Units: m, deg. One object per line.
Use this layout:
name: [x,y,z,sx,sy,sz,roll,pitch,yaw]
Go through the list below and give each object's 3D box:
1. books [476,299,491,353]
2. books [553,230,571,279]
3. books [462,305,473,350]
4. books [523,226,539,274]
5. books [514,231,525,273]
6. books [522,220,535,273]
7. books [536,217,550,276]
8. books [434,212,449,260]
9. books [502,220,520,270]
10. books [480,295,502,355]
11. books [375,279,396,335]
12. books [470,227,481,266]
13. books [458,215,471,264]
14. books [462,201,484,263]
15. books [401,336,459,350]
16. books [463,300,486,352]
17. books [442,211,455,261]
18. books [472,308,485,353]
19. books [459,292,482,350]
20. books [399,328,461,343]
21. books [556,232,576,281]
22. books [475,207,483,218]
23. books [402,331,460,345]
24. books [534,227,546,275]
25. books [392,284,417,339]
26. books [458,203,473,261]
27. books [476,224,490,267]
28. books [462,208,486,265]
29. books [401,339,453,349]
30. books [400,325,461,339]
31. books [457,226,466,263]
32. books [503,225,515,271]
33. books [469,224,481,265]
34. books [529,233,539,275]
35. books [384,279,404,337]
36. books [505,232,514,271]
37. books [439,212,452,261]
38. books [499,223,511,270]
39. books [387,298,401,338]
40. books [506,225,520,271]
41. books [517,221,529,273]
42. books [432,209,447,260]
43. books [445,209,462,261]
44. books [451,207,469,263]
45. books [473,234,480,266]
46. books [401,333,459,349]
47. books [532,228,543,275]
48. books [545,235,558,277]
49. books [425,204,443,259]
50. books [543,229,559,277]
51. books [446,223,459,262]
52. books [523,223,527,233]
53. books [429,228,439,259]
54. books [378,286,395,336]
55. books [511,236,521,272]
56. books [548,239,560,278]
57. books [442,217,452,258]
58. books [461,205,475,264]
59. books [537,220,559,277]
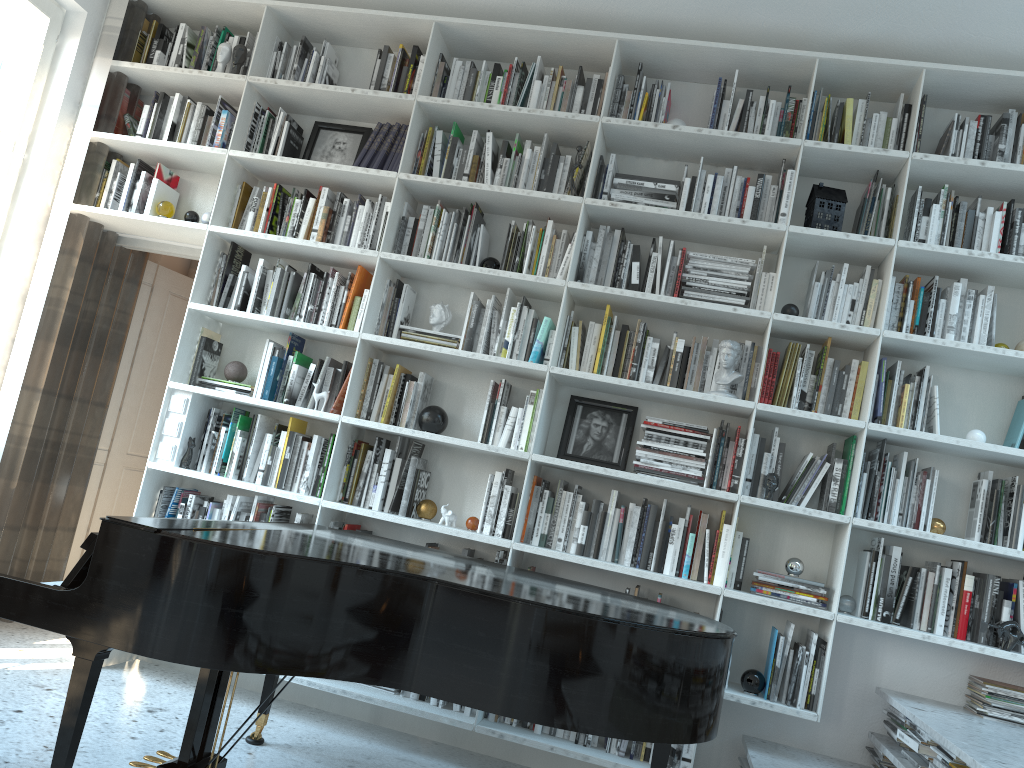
books: [-0.111,-0.229,3.951,0.022,0.267,0.151,11,-7,12]
books: [0.219,-0.536,3.932,0.022,0.257,0.155,11,-7,12]
books: [-0.181,-0.223,3.968,0.010,0.231,0.155,11,-7,12]
books: [0.090,-0.556,3.941,0.013,0.243,0.189,11,-7,12]
books: [0.042,-0.551,3.951,0.006,0.216,0.181,11,-7,12]
books: [0.078,-0.576,3.982,0.033,0.287,0.155,11,-7,12]
books: [0.145,-0.574,3.954,0.006,0.303,0.166,11,-7,12]
books: [-0.303,-0.631,4.029,0.012,0.251,0.184,11,-7,12]
books: [-0.009,-0.585,4.005,0.012,0.275,0.129,11,-7,12]
books: [-0.094,-0.237,3.937,0.012,0.285,0.167,11,-7,12]
books: [-0.571,-0.321,4.060,0.012,0.284,0.160,11,-7,12]
books: [-0.156,-0.582,4.027,0.012,0.217,0.151,11,-7,12]
books: [-0.202,-0.615,4.025,0.010,0.261,0.158,11,-7,12]
books: [-0.181,-0.645,4.036,0.005,0.330,0.162,11,-7,12]
books: [-0.360,-0.171,3.987,0.254,0.012,0.161,11,-8,8]
books: [-0.163,-0.231,3.947,0.030,0.247,0.174,11,-7,12]
books: [-0.270,-0.628,4.030,0.009,0.260,0.180,11,-7,12]
books: [-0.134,-0.211,3.968,0.024,0.226,0.138,11,-7,12]
books: [-0.188,-0.253,3.961,0.012,0.284,0.160,11,-7,12]
books: [-0.352,-0.206,3.995,0.285,0.012,0.160,10,-8,14]
books: [0.255,-0.522,3.900,0.064,0.236,0.209,11,-7,12]
books: [-0.179,-0.632,4.033,0.005,0.305,0.162,11,-7,12]
books: [-0.355,-0.195,3.992,0.254,0.012,0.161,11,-8,9]
books: [0.133,-0.551,3.950,0.006,0.252,0.180,11,-7,12]
books: [-0.491,-0.304,4.037,0.021,0.277,0.137,11,-7,12]
books: [-0.201,-0.644,4.037,0.004,0.320,0.153,11,-7,12]
books: [-0.133,-0.586,4.014,0.031,0.232,0.148,11,-7,12]
books: [-0.173,-0.624,4.009,0.011,0.286,0.189,11,-7,12]
books: [-0.361,-0.158,3.994,0.254,0.012,0.161,10,-8,12]
books: [-0.350,-0.218,3.992,0.285,0.012,0.160,11,-8,8]
books: [-0.217,-0.593,4.045,0.012,0.217,0.133,11,-7,12]
books: [-0.005,-0.570,3.973,0.005,0.240,0.174,11,-7,12]
books: [-0.163,-0.592,4.037,0.009,0.236,0.135,11,-7,12]
books: [0.107,-0.544,3.973,0.011,0.235,0.131,11,-7,12]
books: [-0.534,-0.319,4.065,0.011,0.297,0.136,11,-7,12]
books: [0.004,-0.554,3.987,0.013,0.216,0.150,11,-7,12]
books: [-0.287,-0.630,4.050,0.010,0.261,0.169,11,-7,12]
books: [-0.021,-0.577,3.998,0.005,0.253,0.161,11,-7,12]
books: [-0.523,-0.274,4.044,0.034,0.209,0.136,11,-7,12]
books: [0.010,-0.567,3.961,0.005,0.236,0.179,11,-7,12]
books: [0.057,-0.575,3.974,0.005,0.275,0.157,11,-7,12]
books: [-0.312,-0.638,4.030,0.009,0.263,0.190,11,-7,12]
books: [-0.258,-0.634,4.035,0.011,0.279,0.169,11,-7,12]
books: [-0.225,-0.635,4.027,0.011,0.291,0.177,11,-7,12]
books: [-0.150,-0.577,4.023,0.004,0.209,0.132,11,-7,12]
books: [-0.358,-0.183,3.986,0.254,0.012,0.161,11,-8,7]
books: [0.119,-0.552,3.960,0.017,0.252,0.140,11,-7,12]
books: [0.179,-0.528,3.948,0.011,0.229,0.166,11,-7,12]
books: [-0.344,-0.654,4.046,0.010,0.283,0.184,11,-7,12]
books: [0.171,-0.544,3.948,0.010,0.257,0.140,11,-7,12]
books: [-0.256,-0.600,4.021,0.011,0.209,0.181,11,-7,12]
books: [0.045,-0.571,3.987,0.009,0.266,0.149,11,-7,12]
books: [-0.332,-0.600,4.053,0.029,0.186,0.149,11,-7,12]
books: [-0.558,-0.306,4.049,0.024,0.257,0.134,11,-7,12]
books: [0.027,-0.542,3.977,0.011,0.199,0.163,11,-7,12]
books: [0.195,-0.518,3.943,0.024,0.216,0.142,11,-7,12]
books: [-0.277,-0.625,4.047,0.011,0.255,0.152,11,-7,12]
books: [-0.187,-0.638,4.039,0.005,0.316,0.157,11,-7,12]
books: [0.157,-0.561,3.946,0.022,0.284,0.190,11,-7,12]
